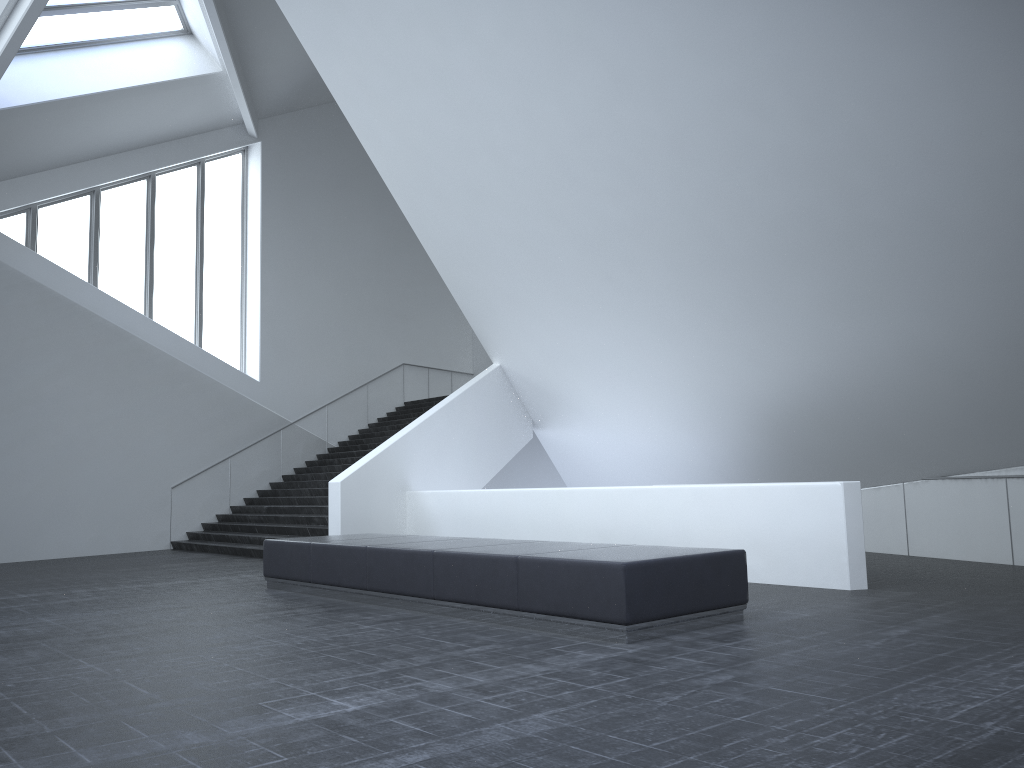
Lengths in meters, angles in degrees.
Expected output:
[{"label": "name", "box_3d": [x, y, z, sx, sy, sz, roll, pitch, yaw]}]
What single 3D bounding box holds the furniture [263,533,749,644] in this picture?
[{"label": "furniture", "box_3d": [-0.518, 1.888, 8.875, 1.488, 0.580, 5.742, 4, -9, -41]}]
